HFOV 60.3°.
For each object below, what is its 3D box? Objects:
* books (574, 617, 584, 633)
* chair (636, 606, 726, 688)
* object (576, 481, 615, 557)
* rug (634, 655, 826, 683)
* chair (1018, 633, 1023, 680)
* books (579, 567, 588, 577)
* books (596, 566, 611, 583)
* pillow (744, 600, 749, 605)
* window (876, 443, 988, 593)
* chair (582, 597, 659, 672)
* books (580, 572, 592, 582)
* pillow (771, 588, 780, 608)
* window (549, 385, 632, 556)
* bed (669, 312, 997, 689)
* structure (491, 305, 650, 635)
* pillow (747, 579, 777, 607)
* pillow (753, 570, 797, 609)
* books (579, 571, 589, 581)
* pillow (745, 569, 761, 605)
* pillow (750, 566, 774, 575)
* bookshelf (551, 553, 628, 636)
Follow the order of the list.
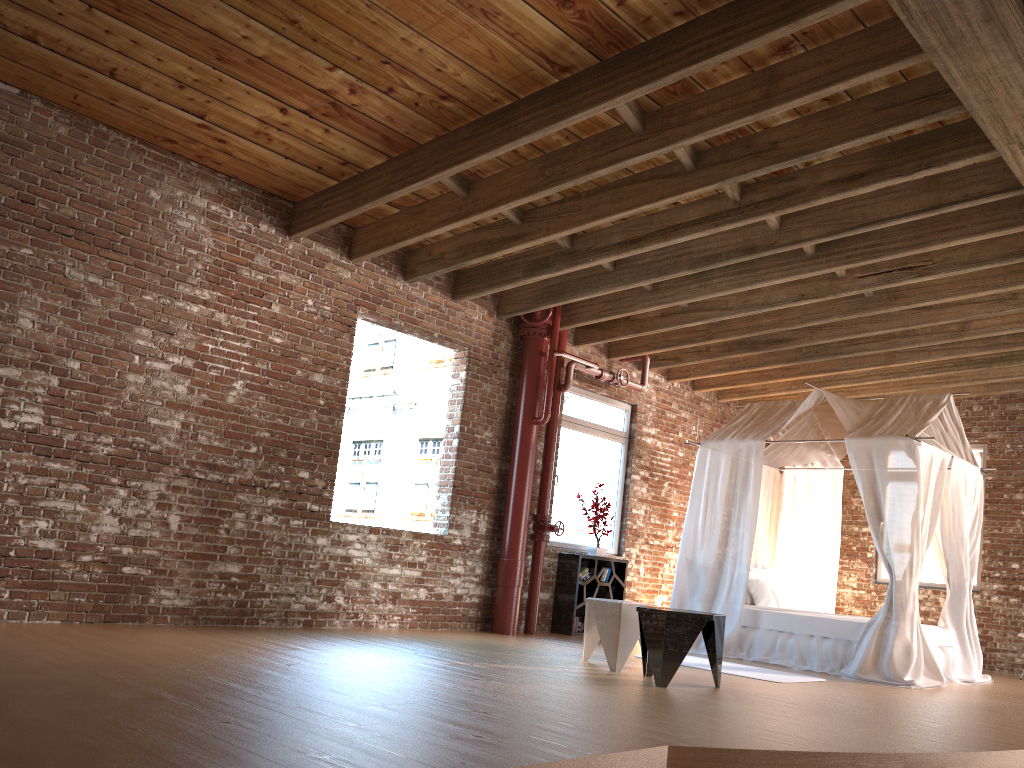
[{"bbox_3d":[0.686,2.542,9.323,0.132,0.158,0.255,-2,-13,44],"label":"books"},{"bbox_3d":[1.120,1.774,5.945,0.618,0.485,0.540,6,-9,-2],"label":"chair"},{"bbox_3d":[0.912,1.462,9.641,0.391,0.832,0.425,0,-10,40],"label":"object"},{"bbox_3d":[1.803,2.370,7.384,1.416,0.007,0.880,-6,-16,44],"label":"rug"},{"bbox_3d":[5.770,2.746,9.480,0.530,0.888,0.587,-2,-11,44],"label":"chair"},{"bbox_3d":[0.712,1.995,9.352,0.132,0.108,0.158,-3,-13,44],"label":"books"},{"bbox_3d":[0.953,2.072,9.603,0.132,0.164,0.249,-2,-13,44],"label":"books"},{"bbox_3d":[2.140,2.071,9.014,0.354,0.410,0.627,-2,-13,41],"label":"pillow"},{"bbox_3d":[5.204,1.634,10.984,1.298,1.831,0.175,-2,-11,44],"label":"window"},{"bbox_3d":[0.803,1.868,6.574,0.531,0.485,0.628,5,-10,8],"label":"chair"},{"bbox_3d":[0.756,2.057,9.398,0.132,0.113,0.160,-3,-13,44],"label":"books"},{"bbox_3d":[2.751,2.274,9.456,0.160,0.231,0.295,-2,-12,42],"label":"pillow"},{"bbox_3d":[0.862,0.988,9.958,0.165,1.831,1.376,-1,-11,44],"label":"window"},{"bbox_3d":[3.282,0.902,9.023,2.633,3.845,2.554,-2,-12,44],"label":"bed"},{"bbox_3d":[0.655,0.877,9.220,0.569,3.430,2.044,-1,-10,43],"label":"structure"},{"bbox_3d":[2.610,2.196,9.260,0.394,0.288,0.212,13,-11,-36],"label":"pillow"},{"bbox_3d":[2.958,2.325,9.875,0.289,0.428,0.643,-2,-13,44],"label":"pillow"},{"bbox_3d":[0.717,2.033,9.358,0.132,0.108,0.158,-3,-13,44],"label":"books"},{"bbox_3d":[2.553,2.162,9.444,0.344,0.399,0.626,-2,-13,42],"label":"pillow"},{"bbox_3d":[2.824,2.293,10.012,0.205,0.494,0.646,-1,-12,44],"label":"pillow"},{"bbox_3d":[0.855,2.299,9.598,0.289,0.837,0.875,-1,-11,44],"label":"bookshelf"}]
